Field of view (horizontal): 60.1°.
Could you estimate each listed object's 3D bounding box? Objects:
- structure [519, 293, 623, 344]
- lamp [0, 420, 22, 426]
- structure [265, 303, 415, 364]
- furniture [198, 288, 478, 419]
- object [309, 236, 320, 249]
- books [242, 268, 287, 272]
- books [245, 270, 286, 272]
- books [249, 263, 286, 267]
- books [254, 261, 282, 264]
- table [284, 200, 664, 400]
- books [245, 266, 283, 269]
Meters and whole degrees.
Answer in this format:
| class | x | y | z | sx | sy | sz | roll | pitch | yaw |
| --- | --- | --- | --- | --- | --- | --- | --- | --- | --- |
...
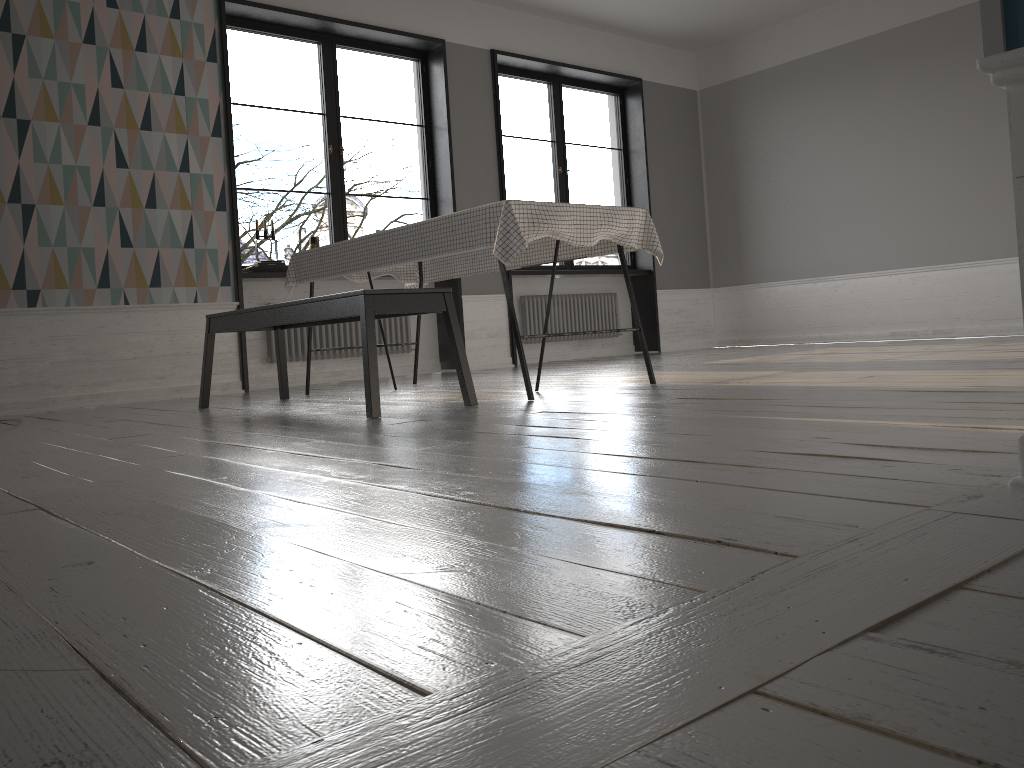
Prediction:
| class | x | y | z | sx | sy | sz | roll | pitch | yaw |
| --- | --- | --- | --- | --- | --- | --- | --- | --- | --- |
| structure | 0.549 | -0.607 | 8.063 | 1.226 | 0.428 | 0.148 | -6 | 1 | -41 |
| lamp | -2.822 | -0.641 | 4.235 | 0.681 | 1.703 | 1.244 | -4 | 0 | -41 |
| structure | -1.256 | -0.404 | 6.569 | 1.226 | 0.428 | 0.148 | -6 | 1 | -41 |
| furniture | -0.852 | -0.127 | 3.867 | 0.467 | 0.455 | 1.667 | -5 | 3 | -39 |
| object | -1.445 | -0.914 | 6.259 | 0.195 | 0.257 | 0.115 | -4 | 0 | -29 |
| books | -1.708 | -0.777 | 6.054 | 0.272 | 0.019 | 0.183 | -6 | 4 | -40 |
| books | -1.704 | -0.762 | 6.047 | 0.268 | 0.011 | 0.161 | -6 | 4 | -37 |
| books | -1.678 | -0.811 | 6.066 | 0.199 | 0.022 | 0.162 | -6 | 4 | -38 |
| books | -1.674 | -0.831 | 6.066 | 0.154 | 0.017 | 0.123 | -6 | 4 | -38 |
| table | -0.275 | -0.360 | 4.395 | 0.934 | 0.784 | 2.022 | -5 | 3 | -40 |
| books | -1.700 | -0.793 | 6.056 | 0.216 | 0.011 | 0.174 | -6 | 4 | -34 |
